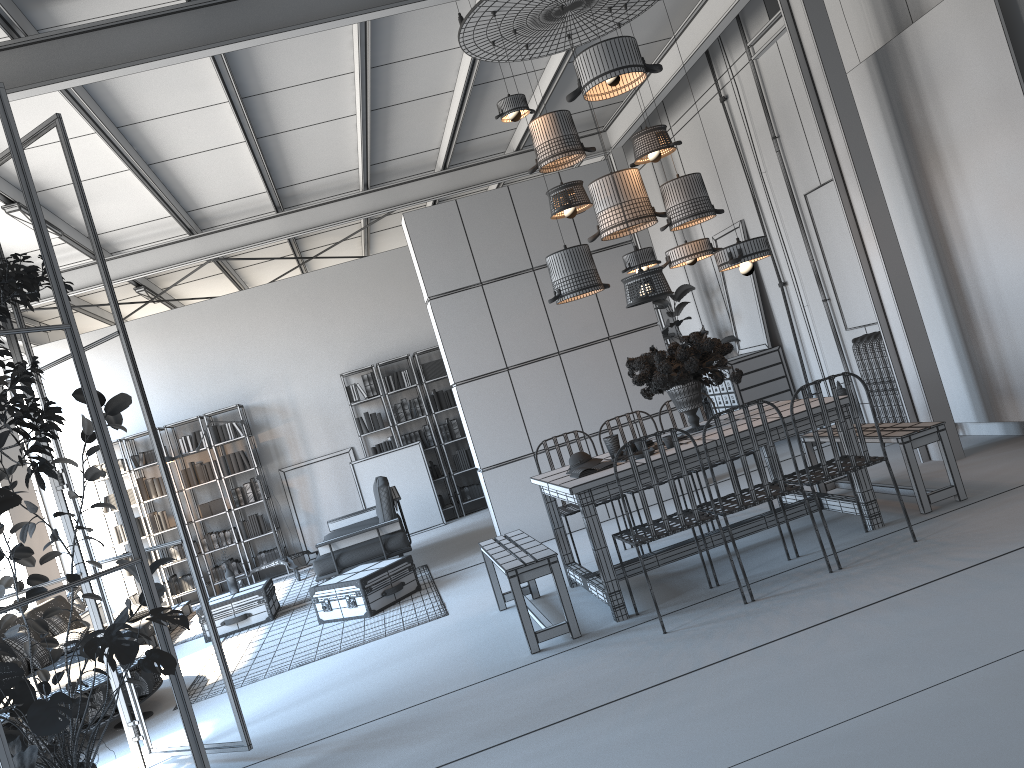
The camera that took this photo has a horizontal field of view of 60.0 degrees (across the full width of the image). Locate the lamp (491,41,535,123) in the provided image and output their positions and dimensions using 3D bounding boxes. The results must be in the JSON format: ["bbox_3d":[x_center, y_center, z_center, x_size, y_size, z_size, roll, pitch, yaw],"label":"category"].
[{"bbox_3d":[-0.047,-2.022,5.922,0.202,0.564,0.253,-17,-1,29],"label":"lamp"}]

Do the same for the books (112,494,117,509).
[{"bbox_3d":[-4.981,1.480,11.163,0.014,0.207,0.157,-17,0,-10],"label":"books"}]

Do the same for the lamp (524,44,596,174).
[{"bbox_3d":[0.225,-1.943,6.154,0.346,0.870,0.392,-17,-1,-39],"label":"lamp"}]

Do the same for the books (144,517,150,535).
[{"bbox_3d":[-4.662,1.818,11.339,0.040,0.240,0.174,-17,0,-10],"label":"books"}]

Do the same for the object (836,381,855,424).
[{"bbox_3d":[3.252,0.272,8.553,0.206,0.647,0.173,-17,-1,26],"label":"object"}]

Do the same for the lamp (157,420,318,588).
[{"bbox_3d":[-3.344,1.456,10.946,1.284,2.144,1.194,-17,0,3],"label":"lamp"}]

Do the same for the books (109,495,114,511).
[{"bbox_3d":[-5.019,1.492,11.156,0.014,0.207,0.157,-17,0,-10],"label":"books"}]

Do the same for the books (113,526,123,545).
[{"bbox_3d":[-4.993,1.919,11.279,0.045,0.241,0.174,-17,0,3],"label":"books"}]

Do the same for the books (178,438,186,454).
[{"bbox_3d":[-4.221,0.803,11.387,0.043,0.213,0.154,-17,0,-10],"label":"books"}]

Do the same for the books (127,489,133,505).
[{"bbox_3d":[-4.802,1.425,11.195,0.014,0.207,0.157,-17,0,-10],"label":"books"}]

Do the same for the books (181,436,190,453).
[{"bbox_3d":[-4.189,0.781,11.404,0.029,0.231,0.173,-17,0,-10],"label":"books"}]

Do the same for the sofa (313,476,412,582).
[{"bbox_3d":[-1.557,1.512,9.149,0.952,0.948,2.347,-17,0,-10],"label":"sofa"}]

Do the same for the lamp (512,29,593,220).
[{"bbox_3d":[0.218,-1.716,5.832,0.301,1.306,0.359,-17,0,-17],"label":"lamp"}]

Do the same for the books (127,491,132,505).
[{"bbox_3d":[-4.815,1.429,11.193,0.014,0.207,0.157,-17,0,-10],"label":"books"}]

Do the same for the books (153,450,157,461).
[{"bbox_3d":[-4.502,0.892,11.320,0.056,0.195,0.270,-17,0,-10],"label":"books"}]

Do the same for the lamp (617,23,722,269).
[{"bbox_3d":[1.018,-1.700,6.288,0.404,1.798,0.323,-17,-1,-41],"label":"lamp"}]

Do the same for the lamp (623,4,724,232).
[{"bbox_3d":[0.992,-1.823,5.973,0.364,1.553,0.322,-17,-1,36],"label":"lamp"}]

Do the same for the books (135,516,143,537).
[{"bbox_3d":[-4.749,1.831,11.312,0.056,0.270,0.195,-17,0,-10],"label":"books"}]

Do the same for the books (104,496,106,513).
[{"bbox_3d":[-5.102,1.514,11.141,0.073,0.201,0.156,-17,0,-12],"label":"books"}]

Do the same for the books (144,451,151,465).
[{"bbox_3d":[-4.623,0.941,11.311,0.040,0.174,0.240,-17,0,-10],"label":"books"}]

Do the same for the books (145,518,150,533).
[{"bbox_3d":[-4.625,1.807,11.345,0.040,0.240,0.174,-17,0,-10],"label":"books"}]

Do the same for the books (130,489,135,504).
[{"bbox_3d":[-4.776,1.417,11.199,0.014,0.207,0.157,-17,0,-10],"label":"books"}]

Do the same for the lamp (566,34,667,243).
[{"bbox_3d":[0.609,-1.759,6.197,0.415,1.447,0.470,-17,-1,-39],"label":"lamp"}]

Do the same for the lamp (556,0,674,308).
[{"bbox_3d":[0.519,-1.448,5.251,0.301,2.004,0.359,-17,0,-12],"label":"lamp"}]

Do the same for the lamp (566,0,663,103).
[{"bbox_3d":[0.528,-2.133,5.395,0.505,0.687,0.403,-17,-1,-31],"label":"lamp"}]

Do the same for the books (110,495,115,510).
[{"bbox_3d":[-5.006,1.488,11.159,0.014,0.207,0.157,-17,0,-10],"label":"books"}]

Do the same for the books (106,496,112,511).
[{"bbox_3d":[-5.045,1.499,11.152,0.014,0.207,0.157,-17,0,-10],"label":"books"}]

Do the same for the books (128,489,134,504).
[{"bbox_3d":[-4.789,1.421,11.197,0.014,0.207,0.157,-17,0,-10],"label":"books"}]

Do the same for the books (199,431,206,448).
[{"bbox_3d":[-3.967,0.717,11.433,0.035,0.229,0.196,-17,0,-10],"label":"books"}]

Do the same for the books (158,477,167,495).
[{"bbox_3d":[-4.413,1.293,11.261,0.057,0.244,0.180,-17,0,-10],"label":"books"}]

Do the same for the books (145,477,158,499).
[{"bbox_3d":[-4.549,1.323,11.229,0.091,0.266,0.195,-17,0,-10],"label":"books"}]

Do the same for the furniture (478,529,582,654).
[{"bbox_3d":[0.078,1.231,5.437,0.300,0.478,1.260,-17,0,-10],"label":"furniture"}]

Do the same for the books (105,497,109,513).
[{"bbox_3d":[-5.089,1.514,11.144,0.073,0.201,0.156,-17,0,-12],"label":"books"}]

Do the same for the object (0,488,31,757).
[{"bbox_3d":[-2.451,1.106,3.795,1.270,2.157,0.868,-17,0,21],"label":"object"}]

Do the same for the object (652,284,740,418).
[{"bbox_3d":[2.055,-0.218,10.571,1.270,2.157,0.868,-17,0,-9],"label":"object"}]

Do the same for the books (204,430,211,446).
[{"bbox_3d":[-3.939,0.708,11.438,0.023,0.232,0.187,-17,0,-10],"label":"books"}]

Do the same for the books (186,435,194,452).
[{"bbox_3d":[-4.127,0.770,11.404,0.039,0.222,0.161,-17,0,-10],"label":"books"}]

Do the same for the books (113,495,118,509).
[{"bbox_3d":[-4.968,1.476,11.165,0.014,0.207,0.157,-17,0,-10],"label":"books"}]

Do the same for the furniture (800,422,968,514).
[{"bbox_3d":[2.384,0.528,5.819,0.300,0.478,1.260,-17,0,-10],"label":"furniture"}]

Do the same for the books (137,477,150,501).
[{"bbox_3d":[-4.641,1.329,11.194,0.071,0.304,0.224,-17,0,-10],"label":"books"}]

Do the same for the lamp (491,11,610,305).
[{"bbox_3d":[0.152,-1.417,5.457,0.352,1.845,0.312,-17,0,16],"label":"lamp"}]

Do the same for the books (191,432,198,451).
[{"bbox_3d":[-4.072,0.741,11.396,0.077,0.244,0.178,-17,0,-11],"label":"books"}]

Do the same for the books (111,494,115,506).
[{"bbox_3d":[-4.994,1.484,11.161,0.014,0.207,0.157,-17,0,-10],"label":"books"}]

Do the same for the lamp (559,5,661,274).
[{"bbox_3d":[0.583,-1.554,5.682,0.202,1.831,0.253,-17,-1,29],"label":"lamp"}]

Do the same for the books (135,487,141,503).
[{"bbox_3d":[-4.738,1.406,11.206,0.014,0.207,0.157,-17,0,-10],"label":"books"}]

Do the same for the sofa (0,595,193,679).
[{"bbox_3d":[-4.195,2.439,8.907,1.206,0.734,3.193,-17,0,-10],"label":"sofa"}]

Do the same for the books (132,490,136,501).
[{"bbox_3d":[-4.751,1.410,11.204,0.014,0.207,0.157,-17,0,-10],"label":"books"}]

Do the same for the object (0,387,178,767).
[{"bbox_3d":[-2.365,1.095,4.446,1.253,2.183,1.309,-17,0,1],"label":"object"}]

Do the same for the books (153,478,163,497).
[{"bbox_3d":[-4.468,1.310,11.240,0.057,0.244,0.180,-17,0,-10],"label":"books"}]

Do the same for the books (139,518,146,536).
[{"bbox_3d":[-4.700,1.829,11.332,0.040,0.240,0.174,-17,0,-10],"label":"books"}]

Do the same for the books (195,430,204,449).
[{"bbox_3d":[-4.014,0.722,11.426,0.057,0.242,0.178,-17,0,-10],"label":"books"}]

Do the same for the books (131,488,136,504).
[{"bbox_3d":[-4.764,1.414,11.202,0.014,0.207,0.157,-17,0,-10],"label":"books"}]

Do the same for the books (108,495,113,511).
[{"bbox_3d":[-5.032,1.495,11.154,0.014,0.207,0.157,-17,0,-10],"label":"books"}]

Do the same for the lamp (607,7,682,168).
[{"bbox_3d":[0.817,-2.009,5.952,0.359,1.094,0.301,-17,0,8],"label":"lamp"}]

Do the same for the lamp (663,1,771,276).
[{"bbox_3d":[1.147,-1.628,5.412,0.323,2.026,0.404,-17,0,-6],"label":"lamp"}]
